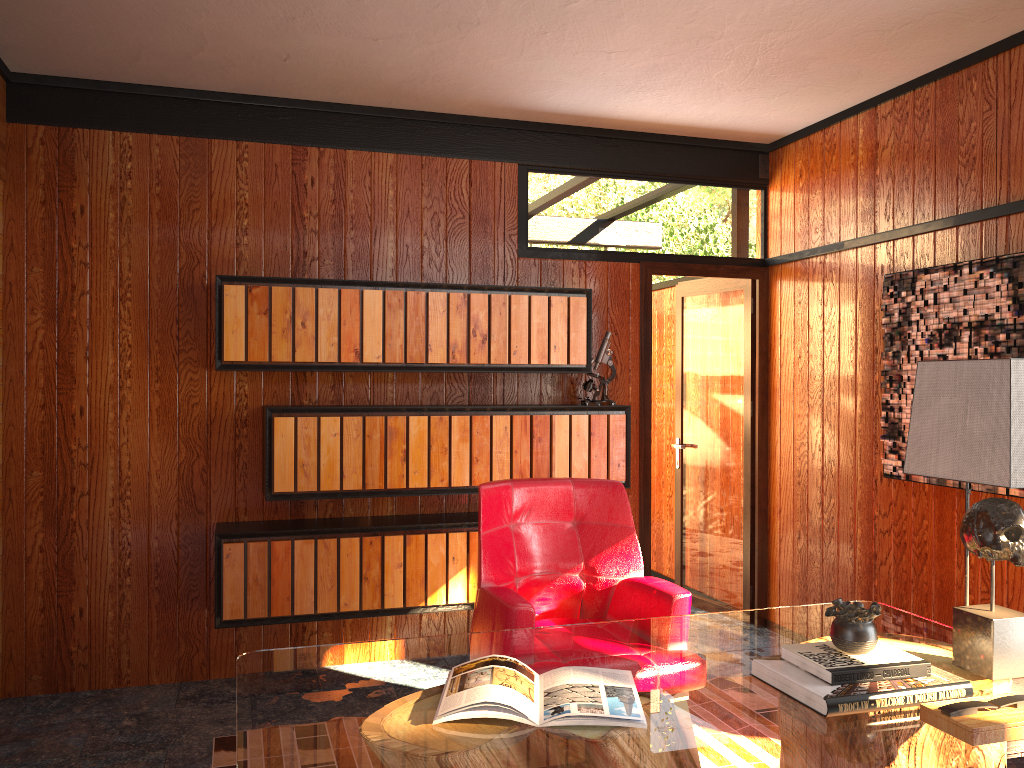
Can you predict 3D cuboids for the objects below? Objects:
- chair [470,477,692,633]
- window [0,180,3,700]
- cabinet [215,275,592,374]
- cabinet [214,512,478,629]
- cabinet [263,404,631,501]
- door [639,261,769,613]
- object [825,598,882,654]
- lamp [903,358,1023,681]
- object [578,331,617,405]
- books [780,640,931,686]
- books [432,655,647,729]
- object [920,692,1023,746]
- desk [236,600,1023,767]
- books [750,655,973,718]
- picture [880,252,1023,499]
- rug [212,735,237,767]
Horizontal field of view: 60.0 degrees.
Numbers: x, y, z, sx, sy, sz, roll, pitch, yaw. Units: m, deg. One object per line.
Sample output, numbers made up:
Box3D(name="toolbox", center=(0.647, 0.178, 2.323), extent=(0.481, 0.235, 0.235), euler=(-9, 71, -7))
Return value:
Box3D(name="chair", center=(0.188, 0.828, 2.982), extent=(0.621, 0.956, 0.839), euler=(0, 0, -17))
Box3D(name="window", center=(-1.858, 0.248, 2.772), extent=(0.070, 2.164, 1.837), euler=(0, 0, -17))
Box3D(name="cabinet", center=(-0.461, -0.248, 3.994), extent=(1.653, 0.390, 0.321), euler=(0, 0, -17))
Box3D(name="cabinet", center=(-0.465, 0.807, 3.996), extent=(1.653, 0.390, 0.321), euler=(0, 0, -17))
Box3D(name="cabinet", center=(-0.273, 0.293, 4.054), extent=(1.653, 0.390, 0.321), euler=(0, 0, -17))
Box3D(name="door", center=(0.898, 0.355, 4.959), extent=(0.751, 1.955, 0.734), euler=(0, 0, -17))
Box3D(name="object", center=(0.773, 0.550, 2.011), extent=(0.121, 0.114, 0.118), euler=(0, 0, -23))
Box3D(name="lamp", center=(1.152, 0.311, 2.062), extent=(0.316, 0.732, 0.316), euler=(0, 0, -17))
Box3D(name="object", center=(0.407, -0.077, 4.221), extent=(0.181, 0.354, 0.142), euler=(0, 0, 19))
Box3D(name="books", center=(0.767, 0.621, 1.994), extent=(0.249, 0.029, 0.198), euler=(0, 0, -15))
Box3D(name="books", center=(0.059, 0.649, 1.891), extent=(0.422, 0.049, 0.300), euler=(0, 0, 2))
Box3D(name="object", center=(0.952, 0.652, 1.754), extent=(0.238, 0.049, 0.135), euler=(0, 0, -17))
Box3D(name="desk", center=(0.388, 0.990, 1.951), extent=(1.900, 0.632, 1.150), euler=(0, 0, -17))
Box3D(name="books", center=(0.768, 0.656, 1.977), extent=(0.366, 0.040, 0.286), euler=(0, 0, -17))
Box3D(name="picture", center=(1.737, -0.033, 3.372), extent=(0.061, 0.873, 0.916), euler=(0, 0, -17))
Box3D(name="rug", center=(0.421, 1.297, 2.483), extent=(2.439, 0.042, 2.410), euler=(0, 0, -17))
